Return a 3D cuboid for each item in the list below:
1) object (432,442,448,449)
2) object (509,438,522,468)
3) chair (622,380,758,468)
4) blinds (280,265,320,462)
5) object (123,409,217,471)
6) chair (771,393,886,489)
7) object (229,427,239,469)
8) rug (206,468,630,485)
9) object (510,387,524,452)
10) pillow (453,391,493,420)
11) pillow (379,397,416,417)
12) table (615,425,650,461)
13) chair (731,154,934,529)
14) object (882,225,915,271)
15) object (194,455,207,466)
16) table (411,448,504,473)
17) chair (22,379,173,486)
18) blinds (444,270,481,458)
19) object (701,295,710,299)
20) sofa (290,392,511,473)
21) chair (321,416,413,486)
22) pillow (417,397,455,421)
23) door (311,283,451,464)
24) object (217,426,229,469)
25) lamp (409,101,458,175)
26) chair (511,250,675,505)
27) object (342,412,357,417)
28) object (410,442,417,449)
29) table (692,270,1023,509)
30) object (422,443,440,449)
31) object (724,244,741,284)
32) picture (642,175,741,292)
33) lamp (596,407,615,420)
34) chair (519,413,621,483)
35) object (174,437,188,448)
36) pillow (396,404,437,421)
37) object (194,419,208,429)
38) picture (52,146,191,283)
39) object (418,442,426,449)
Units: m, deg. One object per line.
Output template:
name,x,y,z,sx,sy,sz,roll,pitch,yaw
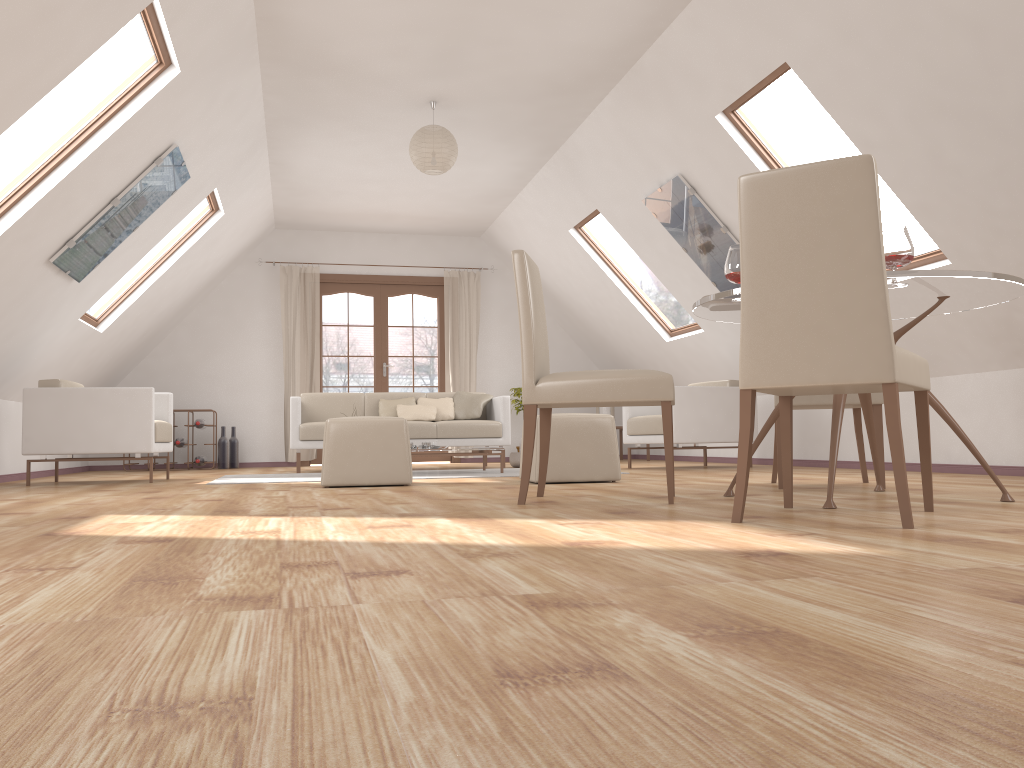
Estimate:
object,-0.558,0.466,6.743,0.143,0.052,0.064,0,-4,-14
object,0.141,0.614,7.955,0.212,0.267,0.315,1,-4,-27
chair,1.427,0.327,7.201,0.820,0.706,0.748,1,-4,-24
blinds,-2.299,-0.224,9.607,0.423,2.130,0.120,0,-4,-16
object,-3.452,0.568,8.991,0.854,0.608,0.417,0,-4,-14
chair,1.516,-0.002,4.352,0.477,0.999,0.618,-2,-4,14
object,-2.913,0.667,9.275,0.115,0.443,0.120,0,-4,-19
rug,-0.731,0.674,6.612,2.800,0.007,1.600,0,-4,-14
object,0.119,0.447,9.955,0.311,0.846,0.307,1,-4,-22
pillow,-0.387,0.193,8.165,0.424,0.276,0.269,-4,-4,36
pillow,-1.034,0.230,8.055,0.351,0.235,0.185,0,-4,-10
table,1.062,0.659,9.844,0.730,0.390,0.773,0,-4,-15
chair,0.970,-0.099,2.688,0.477,0.999,0.618,-3,-4,31
object,1.310,-0.446,3.047,0.136,0.183,0.136,2,-4,-35
object,-3.169,0.780,9.002,0.109,0.109,0.435,0,-4,-14
table,-0.710,0.587,6.691,1.173,0.190,0.730,0,-4,-14
chair,-2.837,0.330,6.171,0.820,0.706,0.748,0,-4,-11
blinds,-0.542,-0.230,9.997,0.424,2.129,0.123,0,-4,-19
object,0.860,-0.329,3.490,0.228,0.020,0.228,-1,-4,9
sofa,-1.015,0.413,7.940,1.880,0.706,0.820,0,-4,-14
chair,-0.839,0.385,5.133,0.506,0.394,0.506,0,-4,-9
pillow,-0.702,0.230,8.131,0.351,0.225,0.196,0,-4,-9
door,-1.458,-0.124,9.901,1.546,2.001,0.098,0,-4,-14
object,-2.945,0.653,9.052,0.115,0.443,0.120,0,-4,-19
lamp,-0.545,-1.711,6.152,0.340,0.497,0.340,-3,-4,26
chair,0.340,-0.032,3.584,0.618,0.999,0.477,-2,-4,11
object,-1.182,0.315,6.654,0.123,0.359,0.184,-3,-4,28
object,-0.759,0.457,6.550,0.064,0.052,0.143,-2,-4,16
table,1.320,0.055,3.425,1.198,0.770,1.198,-1,-4,7
object,-0.603,0.458,6.589,0.064,0.051,0.143,3,-5,-44
object,0.860,-0.422,3.302,0.136,0.183,0.136,2,-4,-35
picture,1.396,-1.045,6.469,0.683,0.738,0.650,0,-4,-14
lamp,1.066,0.287,10.038,0.221,0.375,0.180,-2,-4,20
chair,0.326,0.368,5.170,0.506,0.394,0.506,0,-4,-10
object,-3.354,0.593,8.970,0.109,0.109,0.435,0,-4,-14
pillow,-0.851,0.263,7.942,0.363,0.170,0.227,0,-4,-9
object,-3.176,0.405,9.028,0.109,0.109,0.435,0,-4,-14
picture,-2.407,-1.043,5.539,0.683,0.738,0.650,0,-4,-14
object,-0.669,0.476,6.858,0.064,0.052,0.143,-2,-4,16
